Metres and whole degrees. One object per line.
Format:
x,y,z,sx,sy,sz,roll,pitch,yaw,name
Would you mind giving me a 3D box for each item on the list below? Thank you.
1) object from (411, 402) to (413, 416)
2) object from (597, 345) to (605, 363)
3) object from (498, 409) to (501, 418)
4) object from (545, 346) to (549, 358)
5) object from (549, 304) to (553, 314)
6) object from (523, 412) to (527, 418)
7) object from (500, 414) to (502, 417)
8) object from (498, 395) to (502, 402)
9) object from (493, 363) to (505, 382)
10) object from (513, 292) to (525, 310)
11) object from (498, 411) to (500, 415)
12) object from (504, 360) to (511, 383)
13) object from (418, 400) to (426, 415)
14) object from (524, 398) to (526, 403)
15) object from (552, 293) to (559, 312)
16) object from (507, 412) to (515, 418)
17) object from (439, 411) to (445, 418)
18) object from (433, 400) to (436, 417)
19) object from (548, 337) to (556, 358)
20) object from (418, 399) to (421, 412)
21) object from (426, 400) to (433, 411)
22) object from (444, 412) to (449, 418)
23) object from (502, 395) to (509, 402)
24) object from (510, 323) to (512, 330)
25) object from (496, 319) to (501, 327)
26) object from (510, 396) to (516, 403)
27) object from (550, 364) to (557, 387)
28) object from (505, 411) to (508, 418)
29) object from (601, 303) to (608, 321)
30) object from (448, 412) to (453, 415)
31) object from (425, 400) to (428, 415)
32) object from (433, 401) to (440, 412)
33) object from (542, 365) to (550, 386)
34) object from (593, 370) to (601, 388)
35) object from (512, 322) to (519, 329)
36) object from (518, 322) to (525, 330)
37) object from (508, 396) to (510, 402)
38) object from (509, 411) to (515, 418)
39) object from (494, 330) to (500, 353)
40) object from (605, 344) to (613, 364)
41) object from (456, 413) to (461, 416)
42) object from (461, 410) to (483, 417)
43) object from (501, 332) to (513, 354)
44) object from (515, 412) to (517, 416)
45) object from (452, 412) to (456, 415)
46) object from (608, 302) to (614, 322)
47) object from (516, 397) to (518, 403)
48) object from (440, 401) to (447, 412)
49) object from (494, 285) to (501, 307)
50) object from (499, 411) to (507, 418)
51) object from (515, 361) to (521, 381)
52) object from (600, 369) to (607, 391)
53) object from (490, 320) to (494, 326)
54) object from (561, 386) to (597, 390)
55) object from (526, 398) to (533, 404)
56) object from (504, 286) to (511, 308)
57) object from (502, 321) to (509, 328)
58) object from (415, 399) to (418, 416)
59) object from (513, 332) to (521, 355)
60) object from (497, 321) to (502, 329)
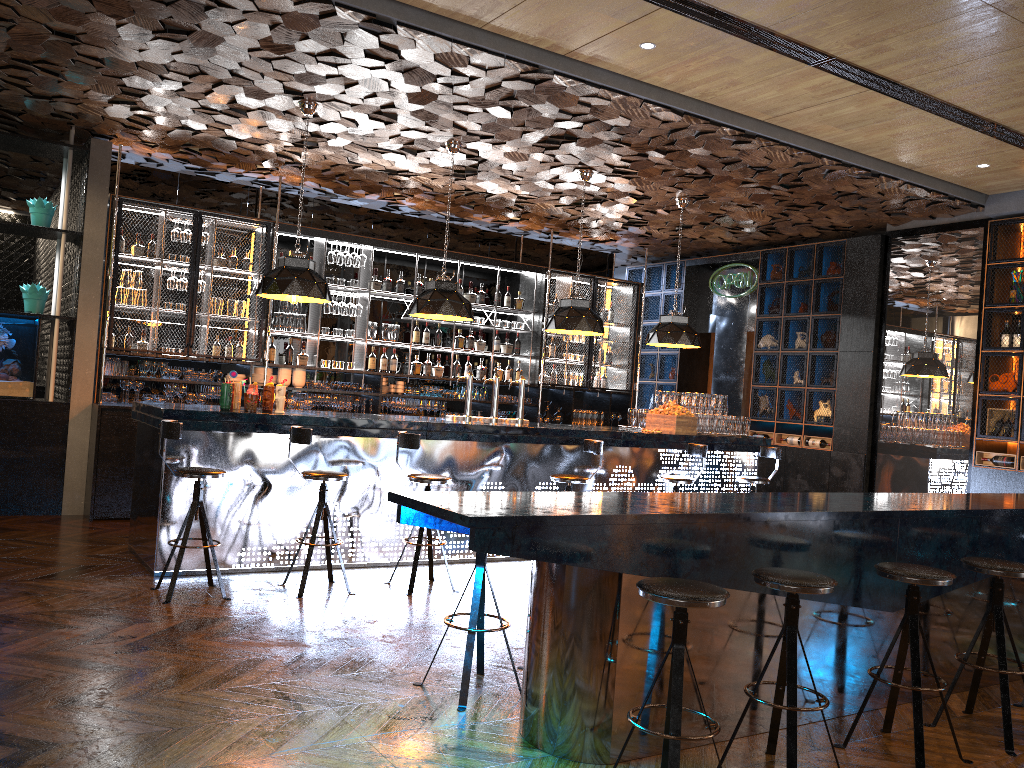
-1.189,0.291,10.530,0.049,0.231,0.049,4,-1,-24,object
1.220,-0.423,12.117,0.086,0.299,0.086,4,-1,17,object
-0.192,0.399,11.065,0.089,0.174,0.089,4,-1,18,object
0.405,-0.462,11.595,0.151,0.248,0.094,4,-1,-23,object
0.464,-1.045,11.597,0.123,0.279,0.123,4,-1,-24,object
0.137,0.436,11.233,0.107,0.152,0.107,4,-1,-7,object
-0.140,0.419,11.358,0.106,0.148,0.106,4,-1,7,object
-0.169,0.176,11.022,0.084,0.082,0.084,5,-1,-31,object
-0.170,-0.143,11.242,0.151,0.248,0.094,4,-1,-23,object
0.093,-1.059,11.377,0.151,0.248,0.094,4,-1,-4,object
-0.173,0.414,11.199,0.106,0.148,0.106,4,-1,0,object
-0.046,-0.158,11.336,0.086,0.298,0.086,4,-1,17,object
-1.067,0.301,10.476,0.091,0.229,0.091,3,-1,44,object
0.163,0.209,11.332,0.098,0.070,0.088,4,-1,-5,object
0.582,-1.046,11.692,0.086,0.297,0.086,4,-1,17,object
-0.014,0.426,11.163,0.106,0.148,0.106,4,-1,-23,object
-0.856,0.386,10.857,0.067,0.100,0.067,5,-1,-40,object
-0.932,0.313,10.700,0.091,0.229,0.091,5,-1,-39,object
0.529,-0.477,11.690,0.086,0.298,0.086,4,-1,17,object
-1.094,0.300,10.599,0.091,0.229,0.091,4,-1,-12,object
-0.983,0.308,10.536,0.091,0.229,0.091,4,-1,15,object
-0.788,0.390,10.768,0.067,0.100,0.067,5,-1,-40,object
-0.086,0.183,11.073,0.084,0.082,0.084,4,-1,-15,object
0.012,-0.743,11.456,0.089,0.092,0.089,4,-1,7,object
-0.186,-0.761,11.139,0.089,0.092,0.089,4,-1,43,object
0.015,0.190,11.136,0.084,0.082,0.084,4,-1,40,object
0.549,-0.112,11.703,0.086,0.299,0.086,4,-1,17,object
-0.077,0.422,11.261,0.106,0.148,0.106,4,-1,-4,object
1.264,-0.983,12.122,0.083,0.282,0.083,4,-1,-17,object
-0.740,0.392,10.666,0.067,0.100,0.067,5,-1,-40,object
-1.013,0.307,10.650,0.091,0.229,0.091,4,-1,0,object
-0.905,0.314,10.584,0.091,0.229,0.091,4,-1,-5,object
0.415,-0.112,11.598,0.123,0.279,0.123,5,-1,-43,object
1.161,-0.054,12.088,0.083,0.282,0.083,4,-1,43,object
0.038,-0.743,11.271,0.089,0.092,0.089,4,-1,7,object
0.119,-0.736,11.330,0.089,0.092,0.089,4,-1,43,object
-0.053,0.186,11.210,0.084,0.082,0.084,4,-1,-26,object
0.001,0.428,11.438,0.107,0.152,0.107,5,-1,-26,object
-0.192,-0.536,11.224,0.086,0.298,0.086,4,-1,17,object
1.336,-0.405,12.187,0.083,0.282,0.083,4,-1,-22,object
-0.651,0.400,10.720,0.067,0.099,0.067,4,-1,30,object
-0.535,0.392,10.926,0.356,0.134,0.206,4,-1,-25,object
-0.063,-0.515,11.282,0.123,0.279,0.123,5,-1,-43,object
0.074,0.432,11.331,0.107,0.152,0.107,4,-1,-18,object
-0.718,0.396,10.825,0.067,0.099,0.067,4,-1,30,object
1.368,-0.983,12.220,0.086,0.298,0.086,4,-1,22,object
0.055,0.201,11.322,0.088,0.070,0.098,4,-1,-9,object
-0.823,0.320,10.634,0.091,0.229,0.091,4,-1,30,object
-0.180,-1.108,11.207,0.086,0.299,0.086,4,-1,17,object
-0.112,0.418,11.099,0.106,0.148,0.106,4,-1,-14,object
0.084,-0.148,11.403,0.080,0.299,0.080,5,-1,-30,object
1.259,-0.053,12.167,0.086,0.298,0.086,4,-1,17,object
-0.240,-0.763,11.270,0.089,0.092,0.089,4,-1,12,object
0.892,0.056,11.857,0.437,0.019,0.273,5,-1,-32,object
0.218,0.212,11.250,0.088,0.070,0.098,4,-1,-22,object
-0.057,-1.098,11.319,0.086,0.298,0.086,4,-1,17,object
-0.080,-0.752,11.242,0.089,0.092,0.089,5,-1,-33,object
-1.126,0.294,10.416,0.049,0.231,0.049,5,-1,-37,object
0.072,-0.515,11.387,0.086,0.299,0.086,4,-1,17,object
-0.175,-0.757,11.352,0.089,0.092,0.089,4,-1,43,object
